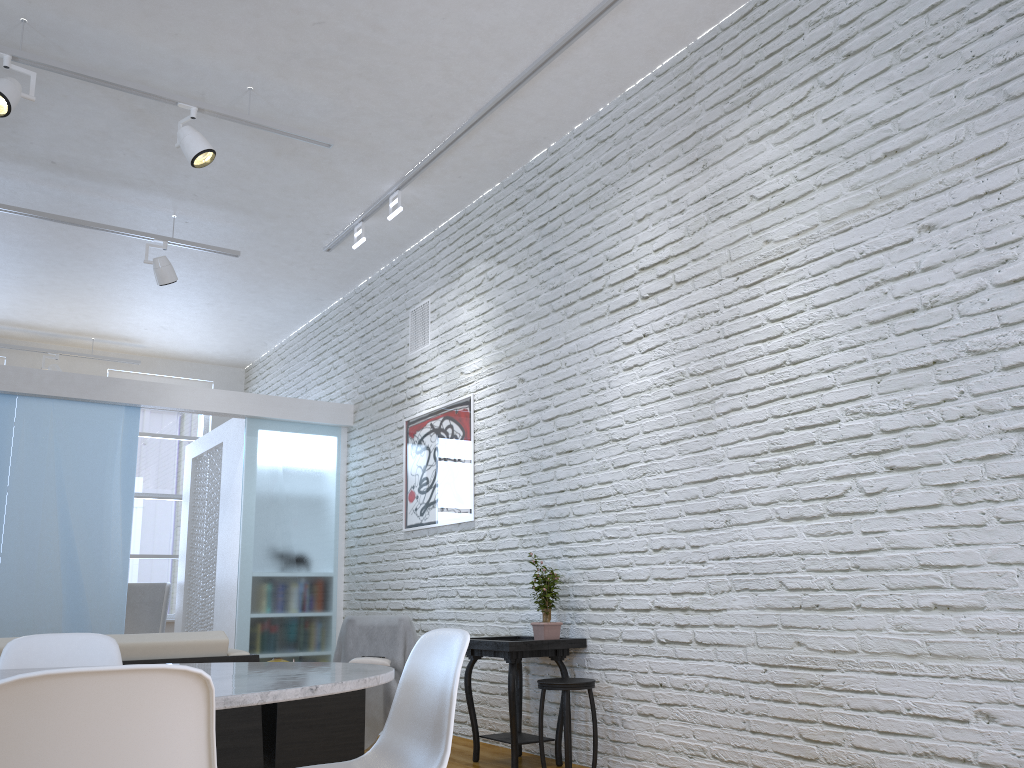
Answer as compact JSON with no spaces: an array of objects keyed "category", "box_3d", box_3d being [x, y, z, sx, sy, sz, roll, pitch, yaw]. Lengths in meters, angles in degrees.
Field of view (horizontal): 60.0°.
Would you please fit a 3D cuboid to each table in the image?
[{"category":"table","box_3d":[0.020,1.524,4.269,0.441,0.574,0.566,7,-15,-33]},{"category":"table","box_3d":[-1.094,0.831,1.448,1.913,0.618,1.076,8,-16,-33]}]

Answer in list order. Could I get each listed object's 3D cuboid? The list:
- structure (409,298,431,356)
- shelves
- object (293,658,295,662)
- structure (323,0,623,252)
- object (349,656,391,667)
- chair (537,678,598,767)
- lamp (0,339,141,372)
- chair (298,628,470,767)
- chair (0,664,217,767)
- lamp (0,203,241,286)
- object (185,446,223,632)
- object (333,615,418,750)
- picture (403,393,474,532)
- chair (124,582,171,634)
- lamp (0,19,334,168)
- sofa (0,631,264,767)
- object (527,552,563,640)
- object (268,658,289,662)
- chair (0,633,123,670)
[{"category":"structure","box_3d":[-0.629,-0.385,6.066,0.010,0.332,0.309,7,-15,-33]},{"category":"shelves","box_3d":[-0.911,1.439,3.602,0.350,0.448,0.733,7,-16,-32]},{"category":"object","box_3d":[-0.833,1.099,3.375,0.071,0.103,0.071,1,-13,-6]},{"category":"structure","box_3d":[-0.246,-1.285,4.699,0.053,0.181,3.925,7,-16,-32]},{"category":"object","box_3d":[-0.765,1.538,4.869,0.232,0.084,0.225,-1,-13,2]},{"category":"chair","box_3d":[0.246,1.522,3.920,0.262,0.405,0.263,-10,-16,37]},{"category":"lamp","box_3d":[-4.898,-0.316,7.710,3.124,0.483,0.198,9,-15,-34]},{"category":"chair","box_3d":[-0.318,0.735,1.987,0.420,0.349,0.408,7,-15,-31]},{"category":"chair","box_3d":[-0.566,0.526,1.115,0.406,0.349,0.421,8,-16,-34]},{"category":"lamp","box_3d":[-3.122,-0.985,5.073,3.124,0.483,0.206,9,-16,-35]},{"category":"object","box_3d":[-2.498,1.534,7.217,0.051,2.002,0.927,7,-15,-33]},{"category":"object","box_3d":[-0.788,1.640,4.929,0.645,0.683,0.639,-2,-13,5]},{"category":"picture","box_3d":[-0.482,0.523,5.645,0.010,0.764,0.925,7,-15,-33]},{"category":"chair","box_3d":[-3.213,2.185,7.585,0.472,0.955,0.381,1,-12,-8]},{"category":"lamp","box_3d":[-2.221,-1.340,3.672,3.124,0.483,0.224,8,-15,-33]},{"category":"sofa","box_3d":[-2.378,1.330,3.491,5.347,0.674,9.772,8,-16,-32]},{"category":"object","box_3d":[0.162,1.038,4.321,0.175,0.433,0.238,1,-13,-9]},{"category":"object","box_3d":[-0.965,1.174,3.644,0.146,0.089,0.147,-3,-13,8]},{"category":"chair","box_3d":[-1.021,0.751,2.011,0.406,0.349,0.421,6,-15,-29]}]
